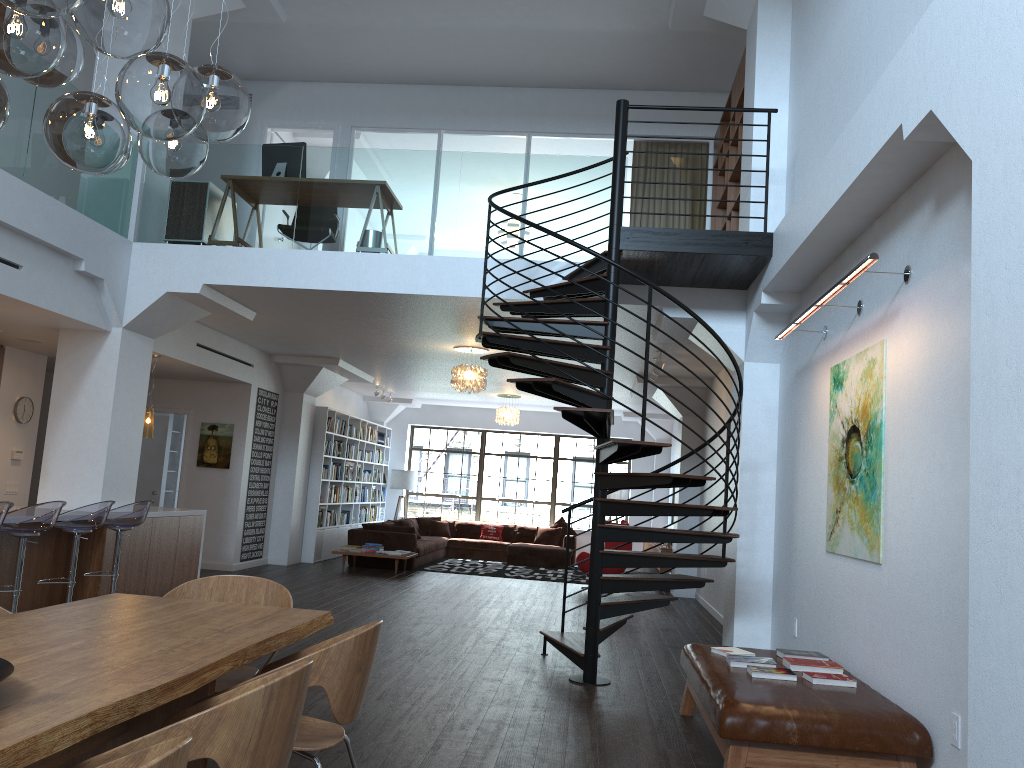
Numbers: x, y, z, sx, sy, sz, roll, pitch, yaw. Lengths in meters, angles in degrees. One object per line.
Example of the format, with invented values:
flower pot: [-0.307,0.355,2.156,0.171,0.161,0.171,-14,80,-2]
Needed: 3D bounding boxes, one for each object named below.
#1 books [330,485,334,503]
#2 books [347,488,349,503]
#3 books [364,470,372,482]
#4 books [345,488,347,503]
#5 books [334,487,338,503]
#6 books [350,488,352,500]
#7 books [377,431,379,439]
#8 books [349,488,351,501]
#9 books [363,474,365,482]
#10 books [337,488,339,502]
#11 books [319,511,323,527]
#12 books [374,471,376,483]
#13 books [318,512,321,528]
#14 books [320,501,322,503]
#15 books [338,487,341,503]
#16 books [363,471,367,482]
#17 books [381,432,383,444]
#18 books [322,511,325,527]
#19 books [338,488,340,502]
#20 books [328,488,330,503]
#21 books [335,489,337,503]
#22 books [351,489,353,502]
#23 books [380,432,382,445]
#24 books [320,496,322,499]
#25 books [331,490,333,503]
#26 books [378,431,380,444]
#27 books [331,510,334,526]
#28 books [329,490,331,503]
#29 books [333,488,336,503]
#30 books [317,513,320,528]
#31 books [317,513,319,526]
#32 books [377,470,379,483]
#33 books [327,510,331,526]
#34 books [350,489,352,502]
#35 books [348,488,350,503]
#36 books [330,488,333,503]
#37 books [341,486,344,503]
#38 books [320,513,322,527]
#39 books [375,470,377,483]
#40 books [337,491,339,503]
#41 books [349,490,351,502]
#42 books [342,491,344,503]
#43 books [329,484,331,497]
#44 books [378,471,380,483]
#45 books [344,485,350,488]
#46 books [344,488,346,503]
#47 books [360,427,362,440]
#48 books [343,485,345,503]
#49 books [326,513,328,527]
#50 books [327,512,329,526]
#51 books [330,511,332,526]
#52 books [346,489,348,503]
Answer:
books: [-3.018,1.798,14.550,0.176,0.290,0.053,3,-7,6]
books: [-2.927,1.928,15.417,0.183,0.253,0.034,3,-7,5]
books: [-2.765,1.761,16.956,0.140,0.231,0.042,3,-7,6]
books: [-2.943,1.908,15.257,0.183,0.253,0.034,3,-7,5]
books: [-2.997,1.843,14.754,0.183,0.253,0.034,3,-7,6]
books: [-2.924,1.950,15.597,0.183,0.253,0.034,3,-7,5]
books: [-2.708,1.050,17.399,0.183,0.253,0.042,3,-7,6]
books: [-2.920,1.945,15.541,0.160,0.250,0.026,3,-7,5]
books: [-2.798,1.739,16.467,0.110,0.153,0.018,3,-7,6]
books: [-2.990,1.847,14.786,0.183,0.253,0.034,3,-7,6]
books: [-3.089,2.129,14.009,0.183,0.253,0.042,3,-7,6]
books: [-2.740,1.805,17.270,0.161,0.223,0.032,3,-7,6]
books: [-3.089,2.122,13.896,0.174,0.240,0.054,3,-7,6]
books: [-3.101,1.849,13.950,0.197,0.035,0.284,5,-7,-4]
books: [-2.978,1.864,14.921,0.183,0.253,0.034,3,-7,6]
books: [-2.800,1.727,16.590,0.140,0.206,0.042,3,-7,6]
books: [-2.681,1.083,17.658,0.183,0.253,0.042,3,-7,6]
books: [-3.081,2.140,14.090,0.180,0.251,0.048,3,-7,6]
books: [-2.984,1.862,14.892,0.160,0.250,0.026,3,-7,6]
books: [-3.040,1.786,14.280,0.189,0.247,0.057,3,-7,6]
books: [-3.004,1.849,14.718,0.168,0.231,0.037,3,-7,6]
books: [-2.916,1.975,15.700,0.168,0.231,0.037,3,-7,5]
books: [-2.687,1.072,17.571,0.183,0.253,0.042,3,-7,6]
books: [-3.099,1.782,13.953,0.174,0.032,0.254,4,-7,1]
books: [-3.021,1.826,14.506,0.161,0.223,0.027,3,-7,6]
books: [-2.698,1.056,17.442,0.183,0.253,0.042,3,-7,6]
books: [-3.038,2.200,14.596,0.180,0.259,0.042,3,-7,6]
books: [-3.021,1.818,14.373,0.144,0.207,0.048,3,-7,6]
books: [-3.002,1.836,14.672,0.171,0.246,0.057,3,-7,6]
books: [-3.094,2.125,13.852,0.161,0.223,0.032,3,-7,6]
books: [-3.105,2.107,13.824,0.160,0.251,0.031,3,-7,6]
books: [-2.724,1.824,17.545,0.183,0.253,0.042,3,-7,6]
books: [-3.050,2.183,14.445,0.183,0.253,0.042,3,-7,6]
books: [-2.921,1.962,15.634,0.174,0.240,0.045,3,-7,5]
books: [-2.927,1.935,15.500,0.180,0.259,0.060,3,-7,5]
books: [-3.024,1.810,14.465,0.171,0.246,0.057,3,-7,6]
books: [-2.971,1.868,15.075,0.198,0.284,0.066,3,-7,5]
books: [-3.079,2.140,13.969,0.161,0.223,0.032,3,-7,6]
books: [-2.740,1.807,17.381,0.171,0.246,0.039,3,-7,6]
books: [-2.991,1.851,14.819,0.183,0.253,0.034,3,-7,6]
books: [-2.920,1.962,15.565,0.161,0.223,0.027,3,-7,5]
books: [-2.954,1.892,15.117,0.160,0.250,0.026,3,-7,5]
books: [-3.016,1.768,14.332,0.140,0.298,0.044,3,-7,6]
books: [-2.718,1.845,17.633,0.174,0.236,0.142,3,-7,5]
books: [-2.932,1.914,15.454,0.176,0.290,0.036,3,-7,5]
books: [-2.950,1.903,15.225,0.183,0.253,0.034,3,-7,5]
books: [-2.814,0.892,16.071,0.174,0.236,0.136,3,-7,5]
books: [-2.953,1.880,15.184,0.176,0.290,0.053,3,-7,5]
books: [-3.055,2.180,14.289,0.161,0.223,0.032,3,-7,6]
books: [-3.061,2.181,14.333,0.176,0.231,0.053,3,-7,6]
books: [-3.040,2.197,14.517,0.171,0.246,0.039,3,-7,6]
books: [-2.942,1.929,15.378,0.174,0.240,0.045,3,-7,5]
